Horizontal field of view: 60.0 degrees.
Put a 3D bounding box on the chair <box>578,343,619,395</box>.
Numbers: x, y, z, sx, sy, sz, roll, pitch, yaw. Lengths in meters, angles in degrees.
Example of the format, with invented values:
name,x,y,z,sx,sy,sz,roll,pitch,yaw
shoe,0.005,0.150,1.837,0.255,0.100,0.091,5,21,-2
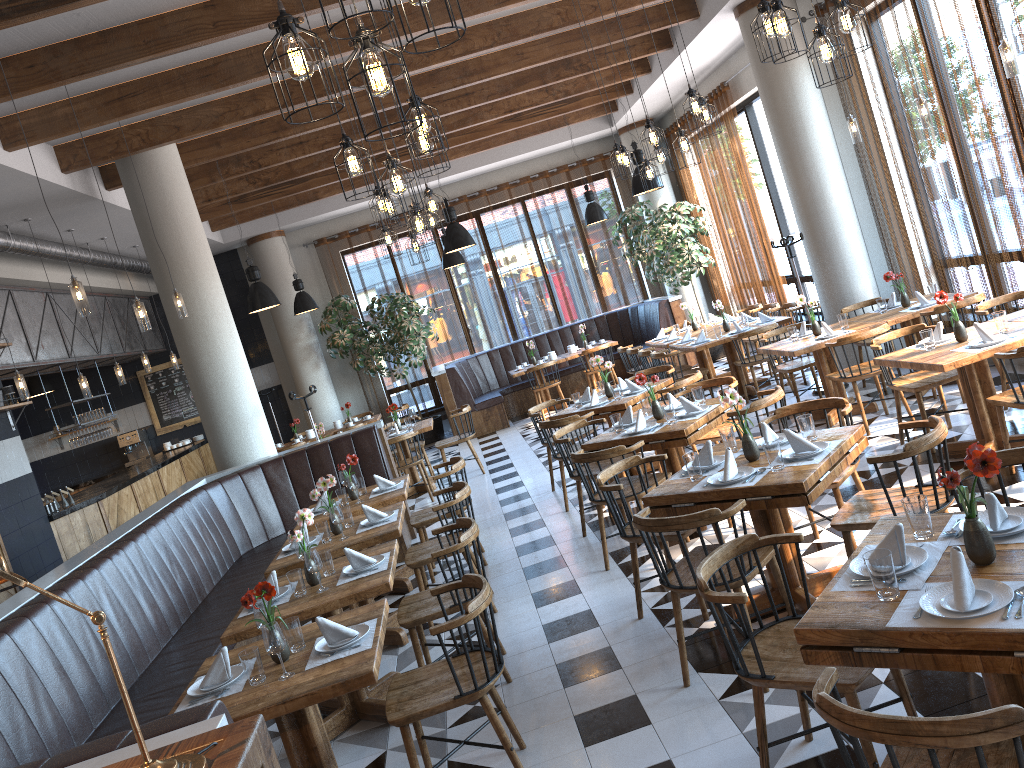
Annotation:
name,x,y,z,sx,sy,sz,roll,pitch,yaw
chair,1.350,-0.178,13.454,0.520,0.815,0.550,-18,4,-4

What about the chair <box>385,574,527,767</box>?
name,x,y,z,sx,sy,sz,roll,pitch,yaw
chair,-0.237,1.288,3.676,0.550,0.815,0.520,-18,4,-4

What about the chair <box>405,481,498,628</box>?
name,x,y,z,sx,sy,sz,roll,pitch,yaw
chair,-0.425,1.128,5.871,0.550,0.815,0.520,-18,4,-4

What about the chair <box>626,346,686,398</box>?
name,x,y,z,sx,sy,sz,roll,pitch,yaw
chair,1.844,-0.123,11.353,0.550,0.815,0.520,-18,4,-4

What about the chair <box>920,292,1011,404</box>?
name,x,y,z,sx,sy,sz,roll,pitch,yaw
chair,3.708,-0.306,7.341,0.520,0.815,0.550,-18,4,-4

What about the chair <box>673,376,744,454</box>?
name,x,y,z,sx,sy,sz,roll,pitch,yaw
chair,1.559,0.415,6.824,0.517,0.815,0.554,-14,5,41

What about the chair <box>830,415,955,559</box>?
name,x,y,z,sx,sy,sz,roll,pitch,yaw
chair,1.796,0.615,4.063,0.547,0.815,0.523,-14,5,41

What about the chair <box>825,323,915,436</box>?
name,x,y,z,sx,sy,sz,roll,pitch,yaw
chair,2.906,-0.050,7.279,0.520,0.815,0.550,-18,4,-4

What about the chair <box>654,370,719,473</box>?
name,x,y,z,sx,sy,sz,roll,pitch,yaw
chair,1.483,0.351,7.708,0.547,0.815,0.523,-14,5,41

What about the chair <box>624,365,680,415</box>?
name,x,y,z,sx,sy,sz,roll,pitch,yaw
chair,1.406,0.285,8.616,0.517,0.815,0.554,-14,5,41

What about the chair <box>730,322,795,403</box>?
name,x,y,z,sx,sy,sz,roll,pitch,yaw
chair,2.708,-0.220,9.613,0.520,0.815,0.550,-18,4,-4

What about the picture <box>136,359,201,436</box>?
name,x,y,z,sx,sy,sz,roll,pitch,yaw
picture,-5.703,0.190,15.010,0.981,1.140,0.021,-18,3,-4

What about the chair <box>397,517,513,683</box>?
name,x,y,z,sx,sy,sz,roll,pitch,yaw
chair,-0.331,1.208,4.773,0.550,0.815,0.520,-18,4,-4

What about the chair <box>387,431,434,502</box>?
name,x,y,z,sx,sy,sz,roll,pitch,yaw
chair,-1.194,0.961,9.974,0.520,0.815,0.550,-18,4,-4

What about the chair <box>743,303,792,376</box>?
name,x,y,z,sx,sy,sz,roll,pitch,yaw
chair,3.283,-0.581,11.450,0.550,0.815,0.520,-18,4,-4

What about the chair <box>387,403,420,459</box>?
name,x,y,z,sx,sy,sz,roll,pitch,yaw
chair,-1.727,0.769,13.583,0.550,0.815,0.520,-18,4,-4

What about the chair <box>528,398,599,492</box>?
name,x,y,z,sx,sy,sz,roll,pitch,yaw
chair,0.539,0.562,8.550,0.547,0.815,0.523,-14,5,41

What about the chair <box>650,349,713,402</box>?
name,x,y,z,sx,sy,sz,roll,pitch,yaw
chair,1.954,-0.031,10.077,0.550,0.815,0.520,-18,4,-4

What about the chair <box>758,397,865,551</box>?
name,x,y,z,sx,sy,sz,roll,pitch,yaw
chair,1.718,0.549,4.971,0.517,0.815,0.554,-14,5,41

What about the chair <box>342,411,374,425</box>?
name,x,y,z,sx,sy,sz,roll,pitch,yaw
chair,-2.357,0.905,14.191,0.520,0.815,0.550,-18,4,-4

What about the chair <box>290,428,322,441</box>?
name,x,y,z,sx,sy,sz,roll,pitch,yaw
chair,-3.174,1.166,14.129,0.520,0.815,0.550,-18,4,-4

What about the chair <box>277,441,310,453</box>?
name,x,y,z,sx,sy,sz,roll,pitch,yaw
chair,-3.063,1.259,12.835,0.520,0.815,0.550,-18,4,-4

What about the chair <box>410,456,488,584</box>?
name,x,y,z,sx,sy,sz,roll,pitch,yaw
chair,-0.520,1.049,6.968,0.550,0.815,0.520,-18,4,-4

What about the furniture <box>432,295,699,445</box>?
name,x,y,z,sx,sy,sz,roll,pitch,yaw
furniture,0.794,-0.292,14.590,4.041,1.148,1.921,-18,5,-4

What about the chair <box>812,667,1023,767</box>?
name,x,y,z,sx,sy,sz,roll,pitch,yaw
chair,1.101,1.028,2.093,0.517,0.815,0.554,-14,5,41

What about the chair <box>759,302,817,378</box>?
name,x,y,z,sx,sy,sz,roll,pitch,yaw
chair,3.338,-0.534,10.802,0.550,0.815,0.520,-18,4,-4

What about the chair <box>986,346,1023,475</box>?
name,x,y,z,sx,sy,sz,roll,pitch,yaw
chair,3.094,0.109,5.087,0.520,0.815,0.550,-18,4,-4

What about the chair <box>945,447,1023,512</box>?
name,x,y,z,sx,sy,sz,roll,pitch,yaw
chair,1.880,0.686,3.088,0.517,0.815,0.554,-14,5,41

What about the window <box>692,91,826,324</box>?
name,x,y,z,sx,sy,sz,roll,pitch,yaw
window,3.611,-2.392,12.354,0.365,3.158,4.976,-18,5,-3

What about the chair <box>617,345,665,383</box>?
name,x,y,z,sx,sy,sz,roll,pitch,yaw
chair,1.795,-0.165,11.927,0.550,0.815,0.520,-18,4,-4

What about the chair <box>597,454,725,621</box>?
name,x,y,z,sx,sy,sz,roll,pitch,yaw
chair,0.851,0.826,4.905,0.547,0.815,0.523,-14,5,41

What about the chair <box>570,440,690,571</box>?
name,x,y,z,sx,sy,sz,roll,pitch,yaw
chair,0.770,0.758,5.850,0.517,0.815,0.554,-14,5,41

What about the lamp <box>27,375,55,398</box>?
name,x,y,z,sx,sy,sz,roll,pitch,yaw
lamp,-7.056,-0.290,12.994,0.388,0.935,0.393,-15,4,39

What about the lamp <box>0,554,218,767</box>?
name,x,y,z,sx,sy,sz,roll,pitch,yaw
lamp,-0.715,0.615,1.439,0.448,0.755,0.169,-19,4,-29

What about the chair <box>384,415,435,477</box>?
name,x,y,z,sx,sy,sz,roll,pitch,yaw
chair,-1.307,0.865,11.298,0.520,0.815,0.550,-18,4,-4

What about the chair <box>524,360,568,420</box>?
name,x,y,z,sx,sy,sz,roll,pitch,yaw
chair,0.533,0.083,13.391,0.520,0.815,0.550,-18,4,-4

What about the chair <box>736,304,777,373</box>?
name,x,y,z,sx,sy,sz,roll,pitch,yaw
chair,3.232,-0.624,12.042,0.550,0.815,0.520,-18,4,-4

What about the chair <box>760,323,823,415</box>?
name,x,y,z,sx,sy,sz,roll,pitch,yaw
chair,2.794,-0.144,8.580,0.520,0.815,0.550,-18,4,-4

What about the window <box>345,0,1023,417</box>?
name,x,y,z,sx,sy,sz,roll,pitch,yaw
window,2.821,-1.901,9.885,4.518,3.157,15.086,-20,6,-27

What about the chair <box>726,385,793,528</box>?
name,x,y,z,sx,sy,sz,roll,pitch,yaw
chair,1.637,0.481,5.916,0.547,0.815,0.523,-14,5,41

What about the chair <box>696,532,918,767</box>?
name,x,y,z,sx,sy,sz,roll,pitch,yaw
chair,1.013,0.963,3.022,0.547,0.815,0.523,-14,5,41

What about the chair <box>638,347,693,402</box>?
name,x,y,z,sx,sy,sz,roll,pitch,yaw
chair,1.900,-0.076,10.705,0.550,0.815,0.520,-18,4,-4

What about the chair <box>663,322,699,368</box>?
name,x,y,z,sx,sy,sz,roll,pitch,yaw
chair,2.461,-0.429,12.490,0.520,0.815,0.550,-18,4,-4

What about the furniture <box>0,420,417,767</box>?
name,x,y,z,sx,sy,sz,roll,pitch,yaw
furniture,-1.706,1.419,5.199,1.919,1.147,6.600,-18,5,-3

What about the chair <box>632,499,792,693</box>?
name,x,y,z,sx,sy,sz,roll,pitch,yaw
chair,0.929,0.892,3.998,0.517,0.815,0.554,-14,5,41

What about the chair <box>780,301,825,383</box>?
name,x,y,z,sx,sy,sz,roll,pitch,yaw
chair,3.390,-0.490,10.193,0.550,0.815,0.520,-18,4,-4

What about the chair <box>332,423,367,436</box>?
name,x,y,z,sx,sy,sz,roll,pitch,yaw
chair,-2.246,0.999,12.897,0.520,0.815,0.550,-18,4,-4

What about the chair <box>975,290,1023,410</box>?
name,x,y,z,sx,sy,sz,roll,pitch,yaw
chair,3.785,-0.242,6.448,0.520,0.815,0.550,-18,4,-4

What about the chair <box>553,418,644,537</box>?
name,x,y,z,sx,sy,sz,roll,pitch,yaw
chair,0.692,0.692,6.758,0.547,0.815,0.523,-14,5,41

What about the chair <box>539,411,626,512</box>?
name,x,y,z,sx,sy,sz,roll,pitch,yaw
chair,0.616,0.628,7.642,0.517,0.815,0.554,-14,5,41

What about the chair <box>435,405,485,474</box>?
name,x,y,z,sx,sy,sz,roll,pitch,yaw
chair,-0.647,0.721,10.669,0.550,0.815,0.520,-18,4,-4

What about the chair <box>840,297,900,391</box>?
name,x,y,z,sx,sy,sz,roll,pitch,yaw
chair,3.597,-0.401,8.641,0.520,0.815,0.550,-18,4,-4

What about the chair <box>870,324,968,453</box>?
name,x,y,z,sx,sy,sz,roll,pitch,yaw
chair,2.982,0.015,6.387,0.520,0.815,0.550,-18,4,-4
